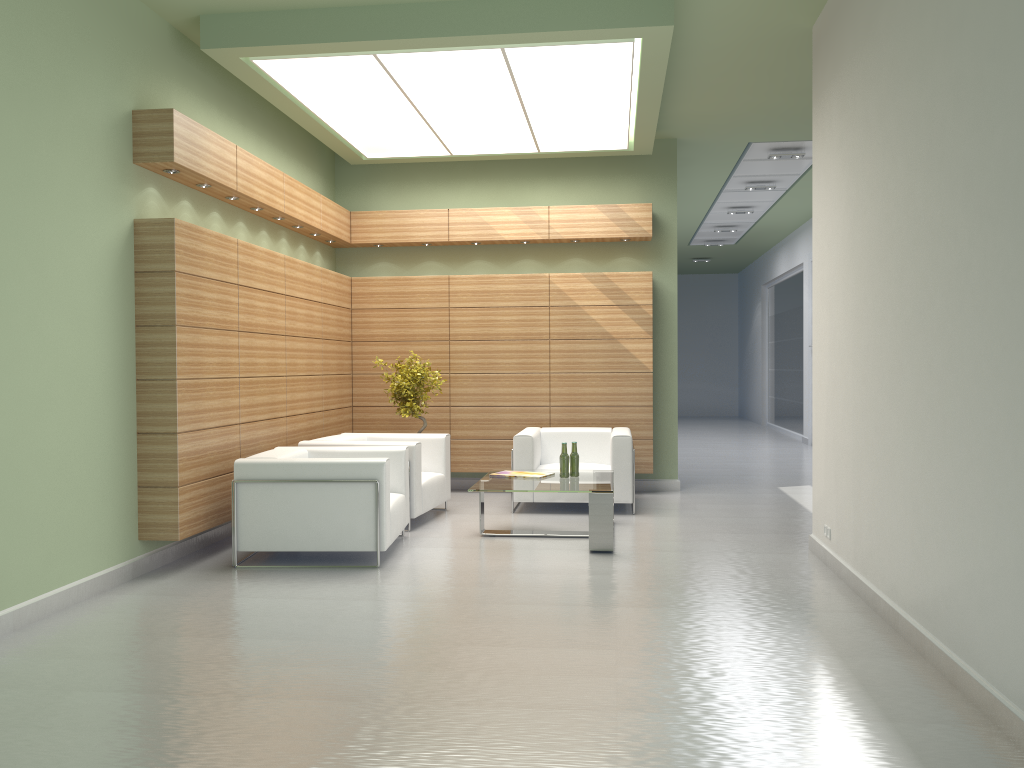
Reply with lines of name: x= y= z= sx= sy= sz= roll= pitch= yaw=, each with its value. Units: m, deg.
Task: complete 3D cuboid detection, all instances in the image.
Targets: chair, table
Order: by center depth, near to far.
chair: x=-2.268 y=1.456 z=10.974 sx=1.802 sy=1.234 sz=1.894 roll=0 pitch=1 yaw=2
table: x=0.468 y=1.640 z=11.866 sx=1.783 sy=0.742 sz=2.197 roll=0 pitch=1 yaw=7
chair: x=-1.982 y=1.410 z=13.281 sx=1.769 sy=1.234 sz=1.894 roll=0 pitch=1 yaw=12
chair: x=1.020 y=1.369 z=14.381 sx=1.894 sy=1.234 sz=1.802 roll=0 pitch=1 yaw=7

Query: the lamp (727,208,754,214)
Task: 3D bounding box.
lamp: x=5.966 y=-4.532 z=23.156 sx=0.657 sy=0.159 sz=0.286 roll=0 pitch=1 yaw=7

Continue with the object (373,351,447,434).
object: x=-1.755 y=0.703 z=14.886 sx=1.201 sy=2.565 sz=1.116 roll=-1 pitch=1 yaw=-25

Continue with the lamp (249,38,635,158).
lamp: x=-0.580 y=-4.099 z=12.861 sx=4.571 sy=0.325 sz=5.060 roll=0 pitch=1 yaw=7

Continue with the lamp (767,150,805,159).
lamp: x=5.243 y=-4.408 z=16.959 sx=0.657 sy=0.159 sz=0.286 roll=0 pitch=1 yaw=7

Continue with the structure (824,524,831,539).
structure: x=3.578 y=1.674 z=10.058 sx=0.017 sy=0.118 sz=0.262 roll=0 pitch=1 yaw=7

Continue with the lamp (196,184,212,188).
lamp: x=-3.771 y=-2.453 z=10.855 sx=0.181 sy=0.074 sz=0.181 roll=-1 pitch=1 yaw=-10

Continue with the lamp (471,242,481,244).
lamp: x=-0.650 y=-2.573 z=16.050 sx=0.181 sy=0.074 sz=0.181 roll=-1 pitch=1 yaw=-33

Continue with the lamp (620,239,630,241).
lamp: x=2.011 y=-2.584 z=15.739 sx=0.181 sy=0.074 sz=0.181 roll=0 pitch=1 yaw=1

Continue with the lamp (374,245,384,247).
lamp: x=-2.446 y=-2.565 z=16.260 sx=0.181 sy=0.074 sz=0.181 roll=0 pitch=1 yaw=1

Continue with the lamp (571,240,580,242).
lamp: x=1.132 y=-2.581 z=15.842 sx=0.181 sy=0.074 sz=0.181 roll=-1 pitch=1 yaw=-33

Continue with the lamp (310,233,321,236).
lamp: x=-3.302 y=-2.533 z=14.875 sx=0.181 sy=0.074 sz=0.181 roll=-1 pitch=1 yaw=-21

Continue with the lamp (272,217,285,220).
lamp: x=-3.490 y=-2.501 z=13.267 sx=0.181 sy=0.074 sz=0.181 roll=-1 pitch=1 yaw=-10

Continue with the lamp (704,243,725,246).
lamp: x=6.682 y=-4.654 z=29.295 sx=0.657 sy=0.159 sz=0.286 roll=0 pitch=1 yaw=7

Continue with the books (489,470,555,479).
books: x=0.141 y=1.250 z=12.250 sx=0.762 sy=0.025 sz=0.508 roll=0 pitch=1 yaw=27

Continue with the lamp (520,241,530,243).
lamp: x=0.235 y=-2.577 z=15.947 sx=0.181 sy=0.074 sz=0.181 roll=0 pitch=1 yaw=1

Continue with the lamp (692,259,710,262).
lamp: x=7.199 y=-4.743 z=33.728 sx=0.657 sy=0.159 sz=0.286 roll=0 pitch=1 yaw=7

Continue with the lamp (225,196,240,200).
lamp: x=-3.677 y=-2.469 z=11.662 sx=0.181 sy=0.074 sz=0.181 roll=-1 pitch=1 yaw=-10

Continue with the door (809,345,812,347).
door: x=8.225 y=-0.839 z=23.642 sx=0.250 sy=5.083 sz=2.089 roll=0 pitch=1 yaw=7

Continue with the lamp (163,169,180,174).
lamp: x=-3.863 y=-2.437 z=10.064 sx=0.181 sy=0.074 sz=0.181 roll=-1 pitch=1 yaw=-21

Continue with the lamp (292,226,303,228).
lamp: x=-3.397 y=-2.517 z=14.060 sx=0.181 sy=0.074 sz=0.181 roll=-1 pitch=1 yaw=-10

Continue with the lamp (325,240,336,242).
lamp: x=-3.208 y=-2.549 z=15.678 sx=0.181 sy=0.074 sz=0.181 roll=-1 pitch=1 yaw=-10

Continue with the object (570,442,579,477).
object: x=0.849 y=1.024 z=12.062 sx=0.131 sy=0.475 sz=0.131 roll=-1 pitch=1 yaw=-29

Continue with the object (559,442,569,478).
object: x=0.706 y=1.027 z=11.957 sx=0.131 sy=0.475 sz=0.131 roll=-1 pitch=1 yaw=-29

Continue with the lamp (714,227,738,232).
lamp: x=6.329 y=-4.594 z=26.268 sx=0.657 sy=0.159 sz=0.286 roll=0 pitch=1 yaw=7

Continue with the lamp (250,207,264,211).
lamp: x=-3.584 y=-2.485 z=12.459 sx=0.181 sy=0.074 sz=0.181 roll=-1 pitch=1 yaw=-21

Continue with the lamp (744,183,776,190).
lamp: x=5.597 y=-4.468 z=19.990 sx=0.657 sy=0.159 sz=0.286 roll=0 pitch=1 yaw=7

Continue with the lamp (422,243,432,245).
lamp: x=-1.554 y=-2.569 z=16.156 sx=0.181 sy=0.074 sz=0.181 roll=0 pitch=1 yaw=1
